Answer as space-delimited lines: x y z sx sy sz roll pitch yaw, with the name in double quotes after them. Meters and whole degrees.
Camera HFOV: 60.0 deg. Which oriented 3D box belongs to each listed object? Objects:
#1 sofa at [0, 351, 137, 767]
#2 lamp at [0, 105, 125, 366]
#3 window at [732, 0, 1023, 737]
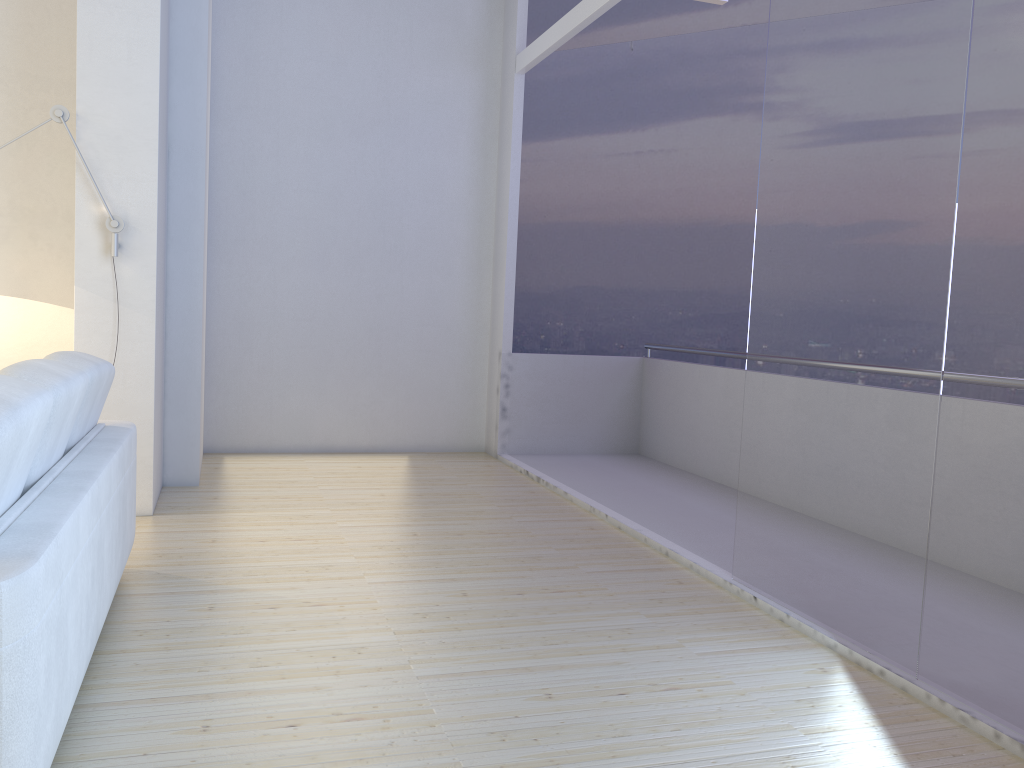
-1.570 0.364 2.306 0.941 0.862 2.166 1 5 -18 "sofa"
-2.244 -0.334 4.014 0.891 1.841 0.204 1 5 -22 "lamp"
1.405 -0.441 2.022 0.012 2.706 2.988 1 5 -18 "window"
